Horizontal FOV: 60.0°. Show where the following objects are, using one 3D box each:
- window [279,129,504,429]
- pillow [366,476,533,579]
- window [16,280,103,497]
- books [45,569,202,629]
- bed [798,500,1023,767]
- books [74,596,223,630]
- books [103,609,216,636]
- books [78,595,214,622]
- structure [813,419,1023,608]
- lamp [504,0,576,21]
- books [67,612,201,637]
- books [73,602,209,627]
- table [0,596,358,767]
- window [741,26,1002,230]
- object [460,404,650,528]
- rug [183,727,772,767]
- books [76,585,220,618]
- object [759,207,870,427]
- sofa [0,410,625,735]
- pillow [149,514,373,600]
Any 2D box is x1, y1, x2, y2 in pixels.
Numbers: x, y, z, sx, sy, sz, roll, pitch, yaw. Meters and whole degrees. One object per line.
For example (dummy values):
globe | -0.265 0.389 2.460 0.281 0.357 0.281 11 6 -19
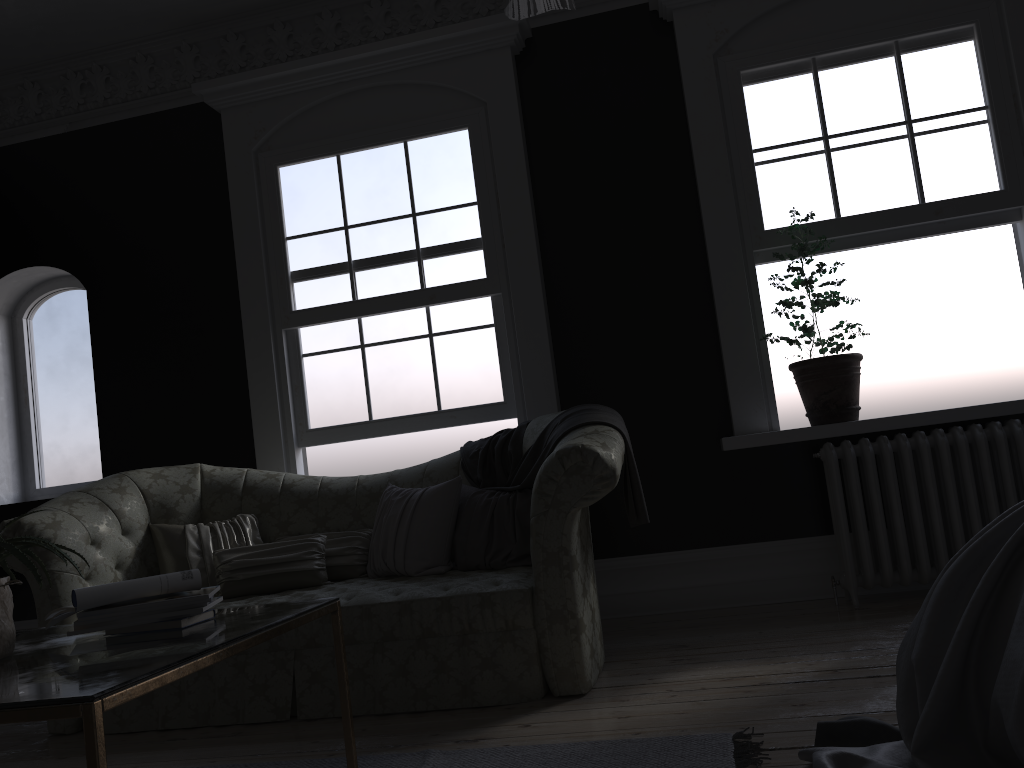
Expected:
window | -0.737 -0.612 5.283 1.263 1.669 0.056 -8 -5 11
pillow | -0.285 0.658 4.176 0.965 0.461 0.405 -9 -6 18
window | -3.025 0.011 6.127 0.740 1.454 0.112 -8 -5 11
books | -1.046 0.580 2.391 0.322 0.109 0.273 -2 -8 -44
bed | 2.223 0.076 1.507 3.283 1.296 2.770 -7 -6 -1
books | -0.969 0.616 2.392 0.318 0.011 0.253 -6 -6 -7
books | -0.944 0.639 2.382 0.231 0.023 0.163 -8 -6 11
books | -0.972 0.594 2.385 0.318 0.011 0.253 -5 -6 -17
structure | 2.136 0.645 4.409 1.142 0.847 0.276 -8 -5 11
lamp | -0.052 -1.832 2.002 0.782 2.045 0.785 -4 -6 -35
books | -1.011 0.632 2.390 0.318 0.011 0.253 -5 -6 -22
books | -0.986 0.607 2.394 0.318 0.011 0.253 -5 -6 -17
table | -1.280 0.955 2.167 1.449 0.557 1.094 -8 -6 11
window | 1.919 -1.331 4.788 1.263 1.015 0.056 -8 -5 11
object | 0.154 0.431 4.254 0.516 0.584 1.370 -4 -7 -30
rug | -1.231 1.200 1.988 3.647 0.050 2.108 -8 -6 11
books | -0.965 0.582 2.383 0.318 0.011 0.253 -6 -6 -12
object | 1.589 -0.352 4.645 0.505 1.132 0.475 -3 -6 -39
sofa | -0.765 0.843 4.311 2.814 1.159 1.608 -8 -6 12
pillow | -1.259 0.820 4.341 1.106 0.415 0.529 -8 -6 11
